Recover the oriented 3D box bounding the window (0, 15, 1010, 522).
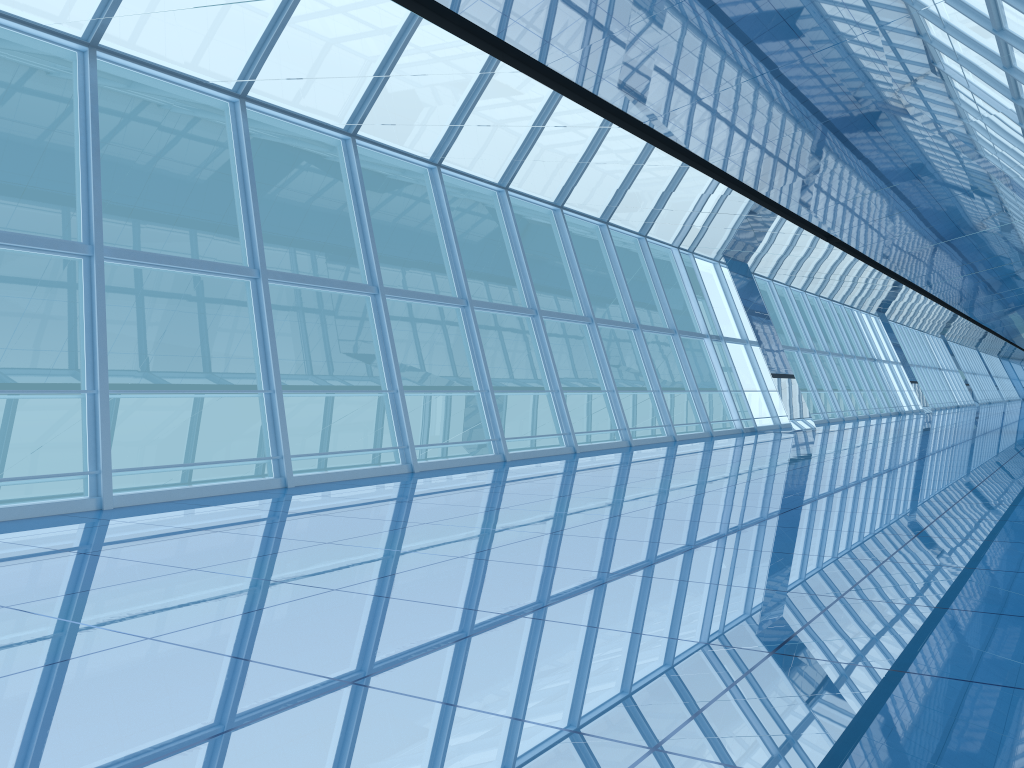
[{"bbox_3d":[24.113,-1.142,41.761,9.745,4.957,107.370,-4,-3,34],"label":"window"}]
